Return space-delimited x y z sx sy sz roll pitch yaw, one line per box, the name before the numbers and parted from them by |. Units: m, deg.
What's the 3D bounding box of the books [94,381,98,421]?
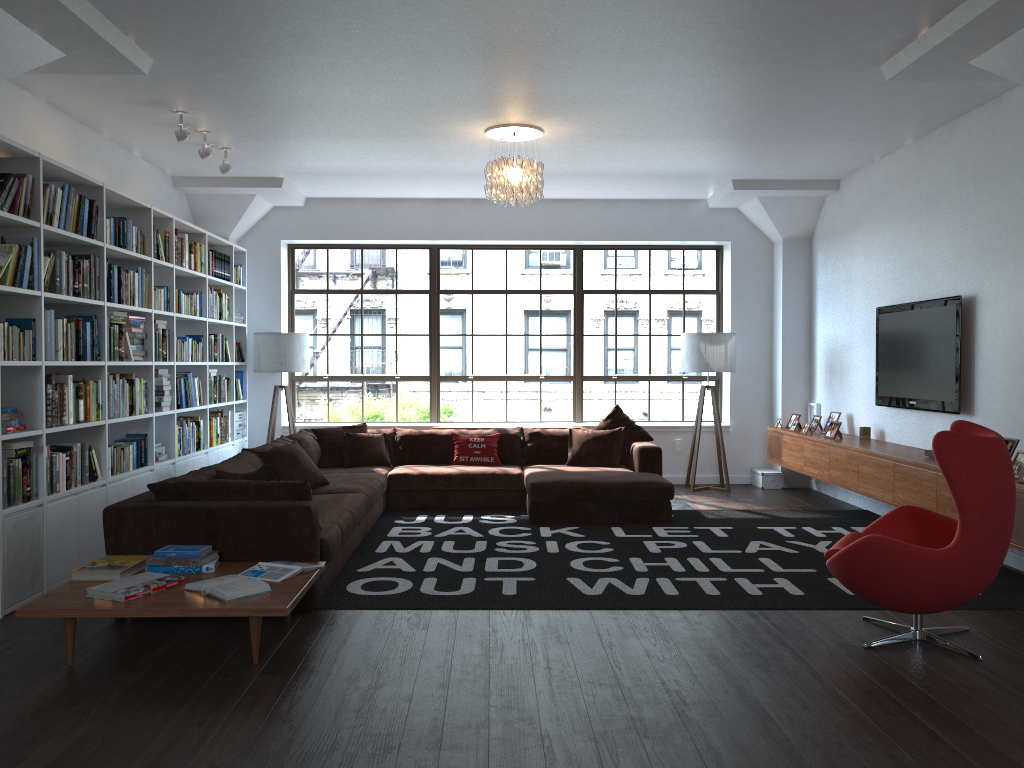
books | -2.687 0.106 5.568 0.160 0.250 0.026 0 1 -1

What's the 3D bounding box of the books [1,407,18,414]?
books | -2.692 0.140 4.626 0.144 0.025 0.204 0 1 -11

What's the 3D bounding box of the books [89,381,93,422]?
books | -2.681 0.107 5.462 0.183 0.253 0.034 0 1 -1

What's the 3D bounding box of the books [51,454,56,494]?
books | -2.668 0.511 5.015 0.161 0.223 0.032 0 1 -1

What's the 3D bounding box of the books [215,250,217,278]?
books | -2.753 -1.074 7.984 0.183 0.253 0.042 0 1 -1

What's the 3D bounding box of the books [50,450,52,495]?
books | -2.676 0.498 4.984 0.160 0.251 0.031 0 1 -1

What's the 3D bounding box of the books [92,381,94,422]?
books | -2.686 0.106 5.495 0.183 0.253 0.034 0 1 -1

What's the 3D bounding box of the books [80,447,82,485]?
books | -2.698 0.499 5.367 0.168 0.231 0.045 0 1 -1

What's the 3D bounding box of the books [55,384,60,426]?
books | -2.680 0.121 5.090 0.159 0.241 0.038 0 1 -1

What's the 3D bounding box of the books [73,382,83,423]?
books | -2.680 0.113 5.346 0.171 0.246 0.057 0 1 -1

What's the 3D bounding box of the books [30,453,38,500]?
books | -2.672 0.501 4.812 0.180 0.251 0.048 0 1 -1

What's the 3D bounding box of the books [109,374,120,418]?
books | -2.690 0.079 5.862 0.176 0.290 0.053 0 1 -2

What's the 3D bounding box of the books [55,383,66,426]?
books | -2.678 0.118 5.137 0.171 0.246 0.057 0 1 -1

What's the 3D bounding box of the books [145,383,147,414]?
books | -2.698 0.101 6.356 0.161 0.223 0.026 0 1 -2

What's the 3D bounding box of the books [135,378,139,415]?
books | -2.699 0.087 6.183 0.180 0.259 0.060 0 1 -2

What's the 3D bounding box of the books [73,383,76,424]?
books | -2.701 0.117 5.294 0.174 0.240 0.045 0 1 -1

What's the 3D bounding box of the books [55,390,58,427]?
books | -2.664 0.139 5.047 0.144 0.207 0.048 0 1 -1

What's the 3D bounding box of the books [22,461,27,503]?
books | -2.655 0.518 4.693 0.161 0.223 0.032 0 1 -1

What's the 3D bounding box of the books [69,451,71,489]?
books | -2.680 0.506 5.208 0.161 0.223 0.033 0 1 -1

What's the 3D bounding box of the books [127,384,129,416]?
books | -2.691 0.109 6.026 0.161 0.223 0.027 0 1 -2

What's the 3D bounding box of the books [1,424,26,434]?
books | -2.691 0.235 4.628 0.197 0.035 0.284 0 1 -11

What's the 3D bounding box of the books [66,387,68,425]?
books | -2.679 0.128 5.179 0.161 0.223 0.027 0 1 -1

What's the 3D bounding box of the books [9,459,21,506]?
books | -2.658 0.512 4.617 0.174 0.240 0.054 0 1 -1

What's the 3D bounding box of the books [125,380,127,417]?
books | -2.691 0.098 5.984 0.171 0.246 0.057 0 1 -2

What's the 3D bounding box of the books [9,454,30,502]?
books | -2.671 0.502 4.729 0.183 0.253 0.042 0 1 -1

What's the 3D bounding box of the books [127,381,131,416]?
books | -2.699 0.100 6.061 0.174 0.240 0.045 0 1 -2

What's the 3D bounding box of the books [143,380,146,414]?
books | -2.708 0.094 6.320 0.174 0.240 0.045 0 1 -2

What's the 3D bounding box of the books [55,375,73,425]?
books | -2.683 0.094 5.219 0.176 0.290 0.053 0 1 -1

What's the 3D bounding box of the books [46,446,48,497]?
books | -2.664 0.486 4.892 0.174 0.278 0.054 0 1 -1

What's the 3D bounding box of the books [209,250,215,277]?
books | -2.758 -1.073 7.940 0.183 0.253 0.042 0 1 -1

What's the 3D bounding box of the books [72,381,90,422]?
books | -2.684 0.108 5.428 0.183 0.253 0.034 0 1 -1

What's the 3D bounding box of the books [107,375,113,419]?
books | -2.696 0.085 5.751 0.198 0.284 0.066 0 1 -2

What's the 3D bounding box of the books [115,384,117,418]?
books | -2.680 0.114 5.823 0.161 0.223 0.026 0 1 -2

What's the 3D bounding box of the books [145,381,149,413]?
books | -2.710 0.097 6.387 0.168 0.231 0.037 0 1 -2

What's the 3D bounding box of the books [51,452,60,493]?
books | -2.679 0.506 5.059 0.176 0.231 0.053 0 1 -1

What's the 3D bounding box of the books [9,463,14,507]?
books | -2.657 0.521 4.574 0.161 0.223 0.032 0 1 -1

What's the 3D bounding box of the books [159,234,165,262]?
books | -2.706 -1.018 6.655 0.161 0.207 0.130 0 1 -2

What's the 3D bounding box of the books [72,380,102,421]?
books | -2.684 0.103 5.598 0.183 0.253 0.034 0 1 -1

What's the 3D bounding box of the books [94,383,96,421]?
books | -2.694 0.112 5.533 0.174 0.240 0.045 0 1 -1

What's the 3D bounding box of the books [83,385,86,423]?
books | -2.687 0.119 5.393 0.168 0.231 0.037 0 1 -1

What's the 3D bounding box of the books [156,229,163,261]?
books | -2.712 -1.032 6.600 0.174 0.236 0.136 0 1 -2

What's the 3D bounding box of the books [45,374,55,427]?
books | -2.657 0.095 5.001 0.140 0.298 0.044 0 1 -1

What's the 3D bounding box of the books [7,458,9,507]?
books | -2.666 0.508 4.543 0.160 0.251 0.031 0 1 -1

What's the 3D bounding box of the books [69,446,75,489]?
books | -2.679 0.494 5.244 0.171 0.246 0.039 0 1 -1

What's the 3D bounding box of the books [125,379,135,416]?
books | -2.689 0.092 6.100 0.183 0.253 0.034 0 1 -2

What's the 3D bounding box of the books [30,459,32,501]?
books | -2.669 0.517 4.767 0.161 0.223 0.033 0 1 -1

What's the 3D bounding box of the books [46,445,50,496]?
books | -2.684 0.482 4.943 0.198 0.284 0.049 0 1 -1

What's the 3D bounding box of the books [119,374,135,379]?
books | -2.699 0.073 6.134 0.176 0.290 0.036 0 1 -2

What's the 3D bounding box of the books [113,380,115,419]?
books | -2.682 0.101 5.797 0.160 0.250 0.026 0 1 -2

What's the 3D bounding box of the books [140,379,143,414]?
books | -2.707 0.088 6.281 0.183 0.253 0.034 0 1 -2

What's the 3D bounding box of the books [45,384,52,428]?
books | -2.673 0.121 4.950 0.189 0.247 0.057 0 1 -1

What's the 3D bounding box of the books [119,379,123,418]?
books | -2.691 0.097 5.905 0.183 0.253 0.034 0 1 -2

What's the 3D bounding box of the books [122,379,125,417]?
books | -2.688 0.096 5.939 0.183 0.253 0.034 0 1 -2

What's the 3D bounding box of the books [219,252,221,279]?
books | -2.756 -1.077 8.115 0.183 0.253 0.042 0 1 -1

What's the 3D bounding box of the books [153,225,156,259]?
books | -2.709 -1.039 6.513 0.183 0.253 0.042 0 1 -1

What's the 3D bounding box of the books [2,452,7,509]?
books | -2.674 0.492 4.502 0.198 0.284 0.049 0 1 -1
